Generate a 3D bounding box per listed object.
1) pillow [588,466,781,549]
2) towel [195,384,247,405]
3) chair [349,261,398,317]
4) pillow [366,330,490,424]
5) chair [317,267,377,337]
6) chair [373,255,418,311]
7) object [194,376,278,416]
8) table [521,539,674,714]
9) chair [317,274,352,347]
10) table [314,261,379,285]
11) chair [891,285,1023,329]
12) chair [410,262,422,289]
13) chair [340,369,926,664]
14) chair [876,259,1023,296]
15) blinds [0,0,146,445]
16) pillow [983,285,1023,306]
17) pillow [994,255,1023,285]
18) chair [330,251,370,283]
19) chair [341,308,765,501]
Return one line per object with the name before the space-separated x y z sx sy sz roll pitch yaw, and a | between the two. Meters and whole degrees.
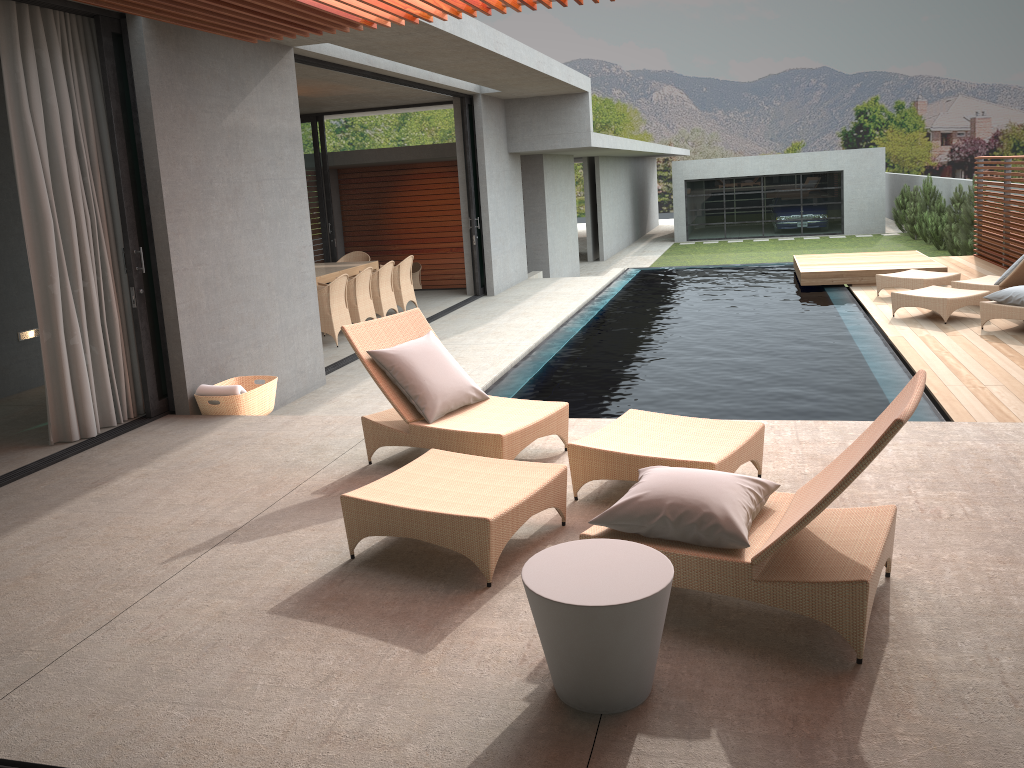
pillow | 0.674 0.444 3.390 0.594 0.192 0.604 3 14 26
towel | -2.182 0.139 6.795 0.369 0.308 0.314 -1 11 16
chair | -1.931 -1.278 12.325 0.630 0.852 0.626 -1 11 15
pillow | -0.492 -0.053 5.291 0.427 0.421 0.616 3 14 33
chair | -2.122 -1.100 11.621 0.630 0.852 0.626 -1 11 15
chair | -1.739 -1.455 13.029 0.630 0.852 0.626 -1 11 15
object | -2.144 0.159 6.947 0.445 0.296 0.690 -1 13 15
table | 0.279 0.772 2.796 0.475 0.388 0.482 -4 11 -3
chair | -2.313 -0.922 10.917 0.630 0.852 0.626 -1 11 15
table | -3.072 -1.135 12.264 1.279 0.747 3.308 0 13 15
chair | 5.258 -1.047 9.522 0.703 0.816 2.318 -8 13 -23
chair | -2.173 -2.044 18.202 0.636 0.852 0.620 -14 14 -43
chair | 0.397 0.360 3.581 2.297 0.817 0.709 4 13 30
chair | 5.740 -1.452 11.110 0.703 0.816 2.318 -9 14 -24
blinds | -3.061 -1.113 6.197 0.229 2.897 0.897 -2 9 12
pillow | 5.372 -0.925 9.214 0.598 0.192 0.599 -10 14 -27
pillow | 6.076 -1.383 10.418 0.611 0.422 0.431 -10 12 -26
chair | -2.586 -1.682 14.236 0.617 0.852 0.639 -1 11 15
chair | 0.149 0.073 4.876 2.299 0.817 0.709 5 14 34
